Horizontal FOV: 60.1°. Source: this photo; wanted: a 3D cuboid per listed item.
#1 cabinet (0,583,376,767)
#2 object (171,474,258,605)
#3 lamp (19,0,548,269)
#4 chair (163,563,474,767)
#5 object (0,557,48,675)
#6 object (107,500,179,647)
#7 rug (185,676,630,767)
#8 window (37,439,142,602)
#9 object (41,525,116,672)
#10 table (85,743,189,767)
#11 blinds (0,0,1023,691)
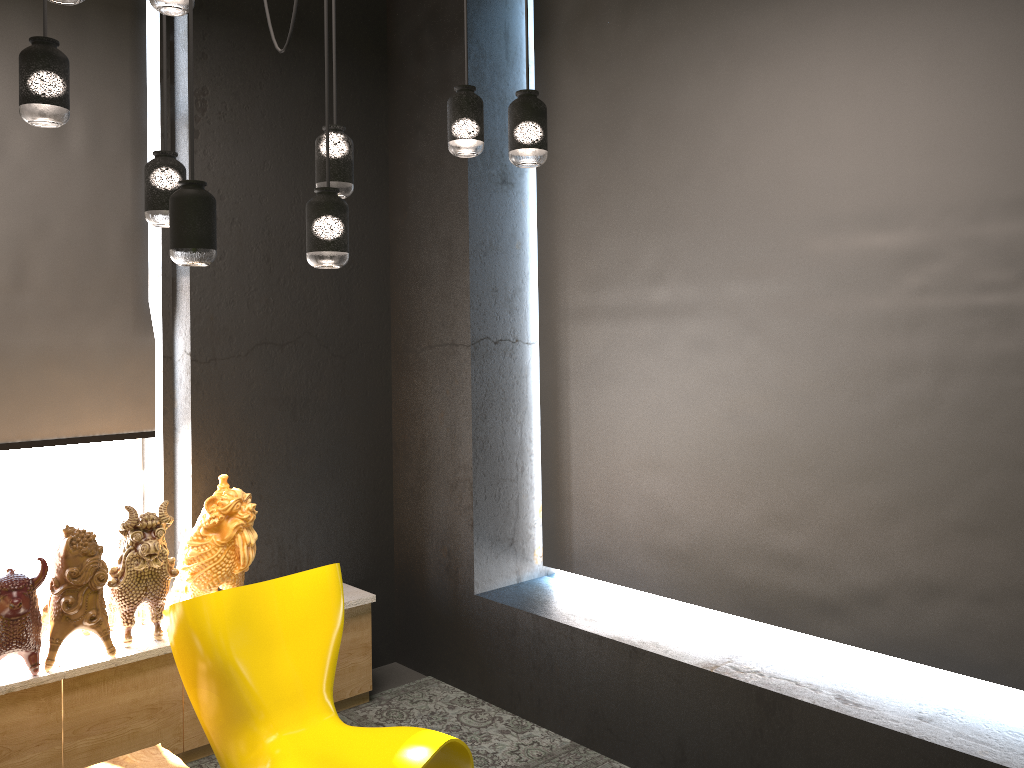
[{"bbox_3d":[-1.791,1.327,3.435,2.733,0.530,0.404,-4,2,-42],"label":"cabinet"},{"bbox_3d":[-1.308,0.711,3.836,0.307,0.655,0.469,-1,0,-37],"label":"object"},{"bbox_3d":[-0.135,-1.439,1.740,2.843,2.274,2.677,-1,1,2],"label":"lamp"},{"bbox_3d":[-0.745,1.148,3.096,1.069,0.897,0.658,0,1,43],"label":"chair"},{"bbox_3d":[-1.887,0.851,3.305,0.219,0.441,0.462,-1,1,-37],"label":"object"},{"bbox_3d":[-1.553,0.761,3.630,0.429,0.580,0.271,-1,0,41],"label":"object"},{"bbox_3d":[-0.880,1.615,2.671,3.600,0.010,2.189,-4,4,-42],"label":"rug"},{"bbox_3d":[-2.722,-0.535,3.678,2.310,3.170,0.051,-1,-1,-42],"label":"window"},{"bbox_3d":[-1.736,0.798,3.505,0.249,0.546,0.475,-1,0,-34],"label":"object"},{"bbox_3d":[-1.227,1.472,2.649,0.695,0.309,0.829,-3,3,-42],"label":"table"},{"bbox_3d":[-4.165,-0.483,1.366,12.718,3.312,3.523,-2,1,-22],"label":"blinds"}]
